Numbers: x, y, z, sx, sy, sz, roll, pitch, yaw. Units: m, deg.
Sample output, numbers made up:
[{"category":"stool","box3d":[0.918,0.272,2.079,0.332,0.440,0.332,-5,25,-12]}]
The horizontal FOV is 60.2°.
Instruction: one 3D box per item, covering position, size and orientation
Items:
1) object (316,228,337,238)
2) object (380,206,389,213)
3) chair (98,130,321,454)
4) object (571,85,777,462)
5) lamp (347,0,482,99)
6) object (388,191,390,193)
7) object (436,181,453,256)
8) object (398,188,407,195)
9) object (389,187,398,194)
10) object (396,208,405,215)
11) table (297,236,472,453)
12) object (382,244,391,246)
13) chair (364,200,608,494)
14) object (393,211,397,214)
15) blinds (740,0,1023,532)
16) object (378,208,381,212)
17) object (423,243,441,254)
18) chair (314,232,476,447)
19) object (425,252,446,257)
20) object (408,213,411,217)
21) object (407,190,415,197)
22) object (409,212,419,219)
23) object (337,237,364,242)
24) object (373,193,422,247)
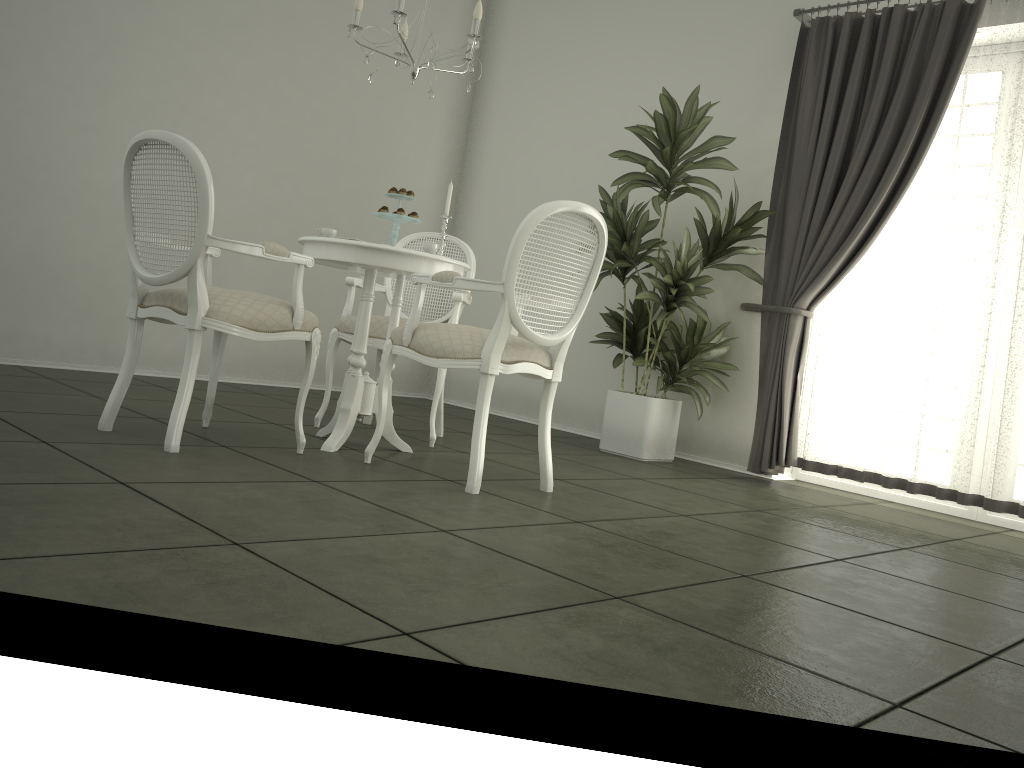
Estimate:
[{"category":"object","box3d":[-0.760,-0.612,3.623,0.077,0.049,0.063,8,1,-37]},{"category":"object","box3d":[-0.537,-0.734,3.720,0.039,0.032,0.039,9,0,9]},{"category":"chair","box3d":[-1.110,-0.319,3.239,0.598,1.068,0.684,8,-2,34]},{"category":"object","box3d":[0.836,-0.630,5.149,1.032,2.105,1.166,10,-2,-29]},{"category":"lamp","box3d":[-0.235,-2.493,3.842,0.595,2.448,0.589,8,-3,21]},{"category":"object","box3d":[-0.513,-0.823,3.787,0.039,0.032,0.039,9,0,-16]},{"category":"object","box3d":[-0.288,-0.708,3.824,0.088,0.366,0.087,8,-3,21]},{"category":"object","box3d":[-0.462,-0.813,3.738,0.039,0.032,0.040,8,0,-41]},{"category":"object","box3d":[-0.502,-0.819,3.747,0.039,0.032,0.039,9,0,-26]},{"category":"object","box3d":[-0.466,-0.722,3.702,0.039,0.032,0.039,9,0,4]},{"category":"table","box3d":[-0.599,-0.147,3.737,0.745,0.833,0.734,8,-1,40]},{"category":"object","box3d":[-0.567,-0.603,3.975,0.063,0.049,0.077,9,1,23]},{"category":"chair","box3d":[-0.060,-0.163,3.344,0.694,1.068,0.590,7,-2,44]},{"category":"object","box3d":[-0.508,-0.735,3.843,0.039,0.032,0.039,9,0,4]},{"category":"blinds","box3d":[2.710,-0.547,3.977,3.684,2.612,0.654,9,-1,43]},{"category":"object","box3d":[-0.558,-0.740,3.790,0.039,0.032,0.039,9,0,4]},{"category":"object","box3d":[-0.330,-0.552,3.642,0.077,0.049,0.062,8,0,-14]},{"category":"chair","box3d":[-0.521,-0.282,4.436,0.596,1.068,0.687,8,-1,9]},{"category":"object","box3d":[-0.341,-0.529,3.639,0.119,0.016,0.118,10,3,33]},{"category":"object","box3d":[-0.437,-0.723,3.826,0.039,0.032,0.039,9,0,-6]},{"category":"object","box3d":[-0.434,-0.810,3.767,0.039,0.032,0.039,9,0,-1]},{"category":"object","box3d":[-0.416,-0.717,3.755,0.039,0.032,0.039,9,0,-26]},{"category":"object","box3d":[-0.633,-0.570,3.543,0.119,0.016,0.118,10,3,33]},{"category":"object","box3d":[-0.495,-0.679,3.770,0.210,0.249,0.211,9,-1,-14]}]
